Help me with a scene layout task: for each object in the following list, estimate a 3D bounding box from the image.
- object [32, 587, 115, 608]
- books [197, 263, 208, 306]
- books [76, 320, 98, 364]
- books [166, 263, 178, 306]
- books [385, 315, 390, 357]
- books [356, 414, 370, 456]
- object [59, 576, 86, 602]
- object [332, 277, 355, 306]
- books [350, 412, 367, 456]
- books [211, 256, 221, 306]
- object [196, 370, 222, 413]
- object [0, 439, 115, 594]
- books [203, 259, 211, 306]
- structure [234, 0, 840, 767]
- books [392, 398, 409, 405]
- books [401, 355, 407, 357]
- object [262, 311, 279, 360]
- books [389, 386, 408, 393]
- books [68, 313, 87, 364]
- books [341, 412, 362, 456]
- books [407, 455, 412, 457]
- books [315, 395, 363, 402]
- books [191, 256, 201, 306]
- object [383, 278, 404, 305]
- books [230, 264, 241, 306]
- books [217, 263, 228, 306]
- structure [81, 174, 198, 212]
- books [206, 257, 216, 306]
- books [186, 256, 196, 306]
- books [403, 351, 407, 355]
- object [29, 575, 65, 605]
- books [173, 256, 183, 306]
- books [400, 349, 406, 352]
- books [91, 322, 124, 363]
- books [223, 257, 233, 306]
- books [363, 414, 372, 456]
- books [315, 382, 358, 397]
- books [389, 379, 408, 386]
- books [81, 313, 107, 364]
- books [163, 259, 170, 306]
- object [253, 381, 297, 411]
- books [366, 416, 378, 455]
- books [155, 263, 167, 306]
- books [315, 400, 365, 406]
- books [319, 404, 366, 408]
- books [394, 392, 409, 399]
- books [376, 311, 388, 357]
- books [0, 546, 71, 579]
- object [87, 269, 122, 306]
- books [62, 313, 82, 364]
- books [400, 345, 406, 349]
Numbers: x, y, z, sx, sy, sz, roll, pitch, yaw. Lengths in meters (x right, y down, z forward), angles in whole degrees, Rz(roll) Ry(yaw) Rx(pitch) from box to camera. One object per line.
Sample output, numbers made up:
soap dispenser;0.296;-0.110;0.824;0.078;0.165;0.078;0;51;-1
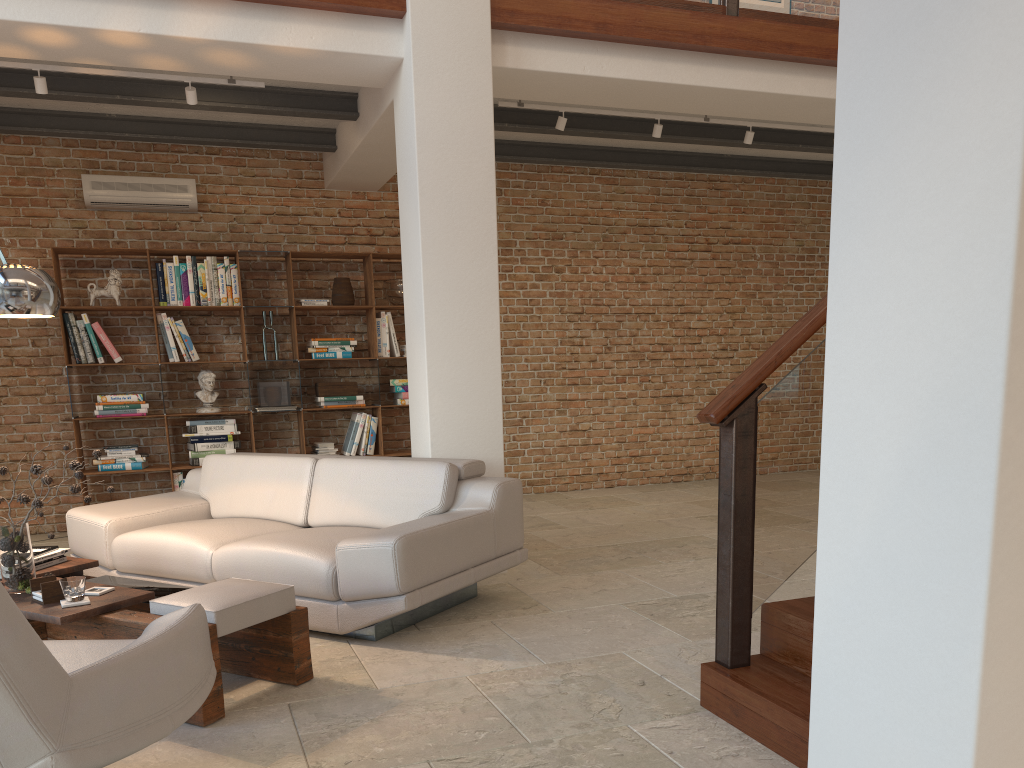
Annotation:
object;-1.656;0.808;3.360;0.247;0.035;0.267;-1;2;42
books;-2.473;-0.780;6.960;0.055;0.338;0.249;-6;8;-21
books;-3.307;-0.322;6.785;0.102;0.342;0.249;-5;8;-20
books;-2.686;-0.773;6.891;0.055;0.338;0.249;-6;8;-21
books;-1.104;-0.409;7.545;0.020;0.368;0.266;-6;9;-21
books;-1.310;0.440;7.628;0.097;0.363;0.266;-6;8;-20
object;-1.644;0.772;3.271;0.091;0.087;0.089;2;7;29
object;-1.417;-0.766;7.299;0.192;0.238;0.189;2;8;27
books;-1.356;0.433;7.599;0.160;0.382;0.239;-5;9;-20
books;-2.381;-0.811;7.004;0.036;0.393;0.238;-6;9;-21
object;-2.490;0.060;7.115;0.196;0.359;0.188;-2;9;-5
object;-1.874;0.523;3.526;0.314;0.622;0.533;6;10;40
books;-2.443;-0.795;6.984;0.020;0.368;0.266;-6;9;-21
structure;1.584;-0.952;1.392;10.111;4.234;13.635;-3;2;-20
books;-0.876;0.152;7.733;0.325;0.057;0.250;-2;2;-18
books;-0.875;-0.246;7.661;0.170;0.019;0.232;-2;1;-12
object;-1.993;-0.395;7.164;0.121;0.409;0.060;-5;11;-17
books;-0.901;0.040;7.714;0.325;0.057;0.251;-2;2;-20
books;-3.349;-0.346;6.745;0.091;0.394;0.238;-6;9;-20
books;-1.403;0.435;7.607;0.162;0.381;0.239;-5;9;-20
books;-0.874;0.842;7.862;0.069;0.395;0.238;-6;9;-21
books;-1.490;0.123;7.484;0.378;0.037;0.240;-2;1;-21
books;-2.523;-0.806;6.953;0.036;0.393;0.238;-6;9;-21
object;-0.895;-0.779;7.532;0.438;0.224;0.427;0;3;21
books;-2.252;-0.788;7.073;0.055;0.338;0.249;-6;8;-21
books;-2.335;-0.785;7.020;0.055;0.338;0.249;-6;8;-21
structure;-2.896;-1.485;6.812;0.809;0.225;0.196;-2;7;-20
books;-2.421;-0.810;7.004;0.036;0.393;0.238;-6;9;-21
books;-2.554;-0.805;6.931;0.036;0.393;0.238;-6;9;-21
books;-0.879;-0.272;7.640;0.132;0.034;0.202;-2;1;-10
object;-1.773;0.788;3.341;0.114;0.084;0.092;2;7;41
books;-2.644;-0.802;6.905;0.036;0.393;0.238;-6;9;-21
books;-0.873;-0.299;7.641;0.170;0.019;0.232;-2;1;-17
books;-3.165;-0.320;6.829;0.194;0.326;0.249;-5;8;-20
books;-2.293;-0.814;7.036;0.036;0.393;0.238;-6;9;-21
books;-1.293;0.442;7.644;0.097;0.363;0.266;-6;8;-20
books;-1.506;0.045;7.473;0.334;0.121;0.209;-2;4;-20
books;-0.919;-0.016;7.697;0.326;0.057;0.250;-2;1;-10
books;-3.244;-0.348;6.770;0.120;0.391;0.238;-5;9;-20
books;-2.729;-0.786;6.891;0.020;0.368;0.266;-6;9;-21
object;-1.987;0.100;7.279;0.334;0.239;0.278;-3;5;-20
books;-1.247;0.448;7.647;0.116;0.342;0.249;-5;8;-20
books;-2.765;-0.770;6.882;0.055;0.338;0.249;-6;8;-21
books;-1.488;0.160;7.527;0.377;0.037;0.241;-2;1;-25
books;-1.469;0.188;7.524;0.354;0.021;0.268;-2;1;-22
books;-0.854;0.095;7.730;0.325;0.057;0.251;-2;2;-25
books;-1.128;-0.421;7.524;0.036;0.393;0.238;-6;9;-21
books;-2.222;0.795;3.907;0.250;0.076;0.393;-1;1;12
object;-3.119;-0.739;6.690;0.251;0.290;0.127;-3;10;-12
books;-3.381;-0.344;6.725;0.091;0.394;0.238;-6;9;-20
books;-0.880;-0.326;7.629;0.131;0.034;0.203;-3;2;-30
